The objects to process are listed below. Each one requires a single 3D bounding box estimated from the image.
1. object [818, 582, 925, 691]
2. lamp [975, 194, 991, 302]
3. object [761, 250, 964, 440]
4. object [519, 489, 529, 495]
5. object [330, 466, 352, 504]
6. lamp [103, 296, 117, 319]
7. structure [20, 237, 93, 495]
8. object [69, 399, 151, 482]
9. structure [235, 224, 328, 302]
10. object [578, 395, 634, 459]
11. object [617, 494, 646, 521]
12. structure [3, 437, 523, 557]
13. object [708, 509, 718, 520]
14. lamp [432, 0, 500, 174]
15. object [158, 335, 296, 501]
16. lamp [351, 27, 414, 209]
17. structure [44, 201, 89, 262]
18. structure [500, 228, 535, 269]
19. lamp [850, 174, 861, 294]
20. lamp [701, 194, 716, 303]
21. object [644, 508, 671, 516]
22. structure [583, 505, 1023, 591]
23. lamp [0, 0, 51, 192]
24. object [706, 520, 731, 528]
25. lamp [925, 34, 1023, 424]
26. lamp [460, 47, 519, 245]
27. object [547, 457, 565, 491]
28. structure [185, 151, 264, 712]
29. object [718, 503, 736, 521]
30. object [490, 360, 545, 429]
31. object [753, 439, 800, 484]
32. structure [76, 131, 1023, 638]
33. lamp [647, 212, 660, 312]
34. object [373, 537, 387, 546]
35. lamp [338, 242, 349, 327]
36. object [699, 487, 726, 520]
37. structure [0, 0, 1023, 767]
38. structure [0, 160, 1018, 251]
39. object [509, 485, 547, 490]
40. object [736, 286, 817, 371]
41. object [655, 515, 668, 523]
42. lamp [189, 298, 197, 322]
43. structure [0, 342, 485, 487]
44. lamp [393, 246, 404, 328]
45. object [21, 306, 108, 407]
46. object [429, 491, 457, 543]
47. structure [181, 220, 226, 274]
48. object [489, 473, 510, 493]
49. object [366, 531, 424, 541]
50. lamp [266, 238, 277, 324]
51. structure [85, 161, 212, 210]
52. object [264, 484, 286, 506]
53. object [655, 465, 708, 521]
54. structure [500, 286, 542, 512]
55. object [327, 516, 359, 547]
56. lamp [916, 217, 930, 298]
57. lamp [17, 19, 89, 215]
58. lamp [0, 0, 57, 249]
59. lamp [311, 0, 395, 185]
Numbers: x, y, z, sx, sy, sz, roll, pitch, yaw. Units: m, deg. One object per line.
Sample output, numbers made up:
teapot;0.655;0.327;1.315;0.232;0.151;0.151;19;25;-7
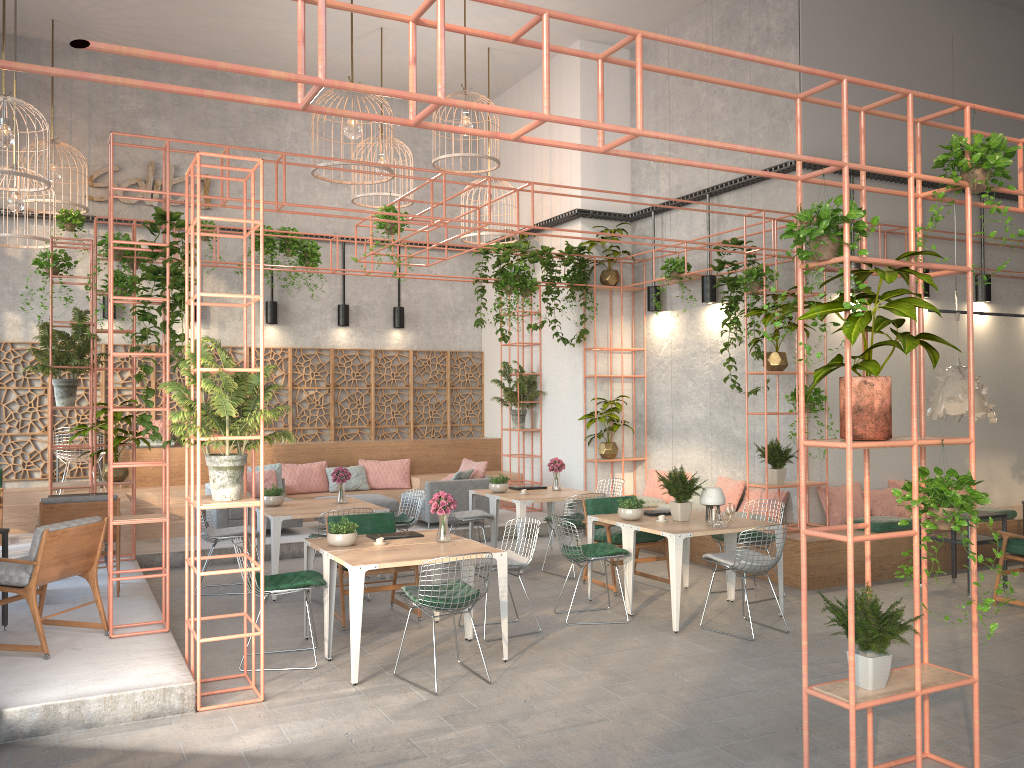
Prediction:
object;1.797;1.275;4.514;0.368;0.527;0.438;0;-1;-27
lamp;6.229;-1.799;11.736;0.179;1.425;0.185;0;-1;-27
object;1.741;-0.193;4.435;0.924;0.946;0.923;-1;-1;29
object;0.142;1.289;10.627;0.115;0.078;0.115;0;-1;-21
object;-1.891;1.117;9.810;0.225;0.414;0.213;0;-1;-35
lamp;-6.020;-1.691;13.250;0.185;1.436;0.185;-1;-1;14
structure;-5.047;0.185;9.821;0.722;3.623;0.748;0;-1;-27
object;-4.493;0.634;9.888;0.903;0.923;0.934;-1;-1;30
structure;-3.551;-1.926;13.659;1.434;1.290;0.670;0;-1;-27
object;1.352;0.622;12.919;0.903;0.919;0.934;-1;-1;35
object;1.121;1.157;8.359;0.254;0.247;0.248;0;-1;-27
structure;-3.737;1.472;12.579;9.152;1.111;3.396;0;-1;-27
object;1.839;1.207;8.112;0.095;0.119;0.095;0;-1;-3
lamp;-0.604;-4.575;11.535;0.883;3.476;0.883;-1;-1;26
object;-1.948;0.231;5.997;0.900;1.100;0.894;0;-1;2
lamp;-1.855;-4.330;12.685;0.883;3.476;0.883;-1;-1;26
structure;-6.190;-2.090;12.372;0.605;0.972;0.587;0;-1;-29
structure;0.035;-2.119;14.237;0.903;0.803;0.934;-1;-1;35
lamp;4.085;-1.804;10.645;0.179;1.425;0.185;0;-1;-27
lamp;2.576;-1.778;11.623;0.185;1.425;0.179;0;-1;-27
object;1.483;1.269;8.782;0.427;0.031;0.268;0;-1;-27
structure;4.638;1.920;12.379;5.831;0.500;4.386;0;-1;-27
lamp;-5.554;-3.939;9.728;0.883;3.476;0.883;-1;-1;26
object;1.835;1.243;7.869;0.218;0.041;0.218;0;-1;-19
lamp;6.201;-1.610;10.009;4.456;4.052;0.704;0;-1;-27
lamp;-0.345;-3.909;13.419;0.883;3.476;0.883;-1;-1;26
object;0.551;1.123;11.053;0.225;0.414;0.213;0;-1;-35
structure;-1.972;0.301;6.062;0.424;3.602;0.624;0;-1;-27
object;2.014;1.196;8.240;0.210;0.154;0.165;0;-1;-37
object;0.087;0.169;14.219;0.900;1.097;0.894;0;-1;2
object;2.939;0.856;9.921;0.368;0.527;0.438;0;-1;-27
structure;2.254;-0.210;11.496;14.096;4.345;4.501;0;-1;-28
lamp;2.028;-1.756;12.700;0.185;1.425;0.179;0;-1;-27
object;-1.057;1.258;7.096;0.115;0.073;0.115;0;-1;-33
lamp;-2.830;-1.683;14.873;0.185;1.436;0.185;-1;-1;14
object;1.882;1.127;8.325;0.241;0.313;0.241;-1;-1;18
structure;4.260;0.208;4.038;14.689;4.247;4.157;0;-1;-27
structure;1.606;-2.562;8.645;15.203;0.110;15.603;0;-1;-27
object;0.203;1.320;11.298;0.427;0.031;0.268;0;-1;-27
object;2.903;-0.613;9.817;0.903;0.947;0.934;-1;-1;25
object;1.382;1.240;8.191;0.115;0.078;0.115;0;-1;-21
lamp;-4.981;-1.689;13.779;0.185;1.436;0.185;-1;-1;14
structure;-4.235;0.454;14.220;9.782;2.103;0.132;0;-1;-27
lamp;-1.957;-1.681;15.317;0.179;1.436;0.185;0;-1;-27
object;-4.942;-0.299;9.874;0.900;1.101;0.894;-1;-1;27
object;-0.562;1.076;7.198;0.225;0.414;0.213;0;-1;-35
structure;-4.596;-2.086;13.183;0.605;0.972;0.587;0;-1;-29
object;-0.159;1.208;10.874;0.254;0.247;0.248;0;-1;-27
object;-0.990;1.288;7.504;0.427;0.031;0.268;0;-1;-27
lamp;-3.890;-1.686;14.334;0.185;1.436;0.185;-1;-1;14
structure;-5.556;-3.074;13.607;1.807;0.695;0.087;0;-1;-27
object;-2.596;1.202;9.635;0.252;0.247;0.247;0;-1;-27
object;1.557;1.011;8.284;0.368;0.527;0.438;0;-1;-27
structure;0.144;0.227;14.323;0.424;3.596;0.624;0;-1;-27
object;-1.351;1.175;7.081;0.252;0.247;0.247;0;-1;-27
lamp;5.162;-1.801;11.193;0.179;1.425;0.185;0;-1;-27
lamp;-6.381;-4.175;12.349;0.883;3.476;0.883;-1;-1;26
lamp;-6.133;-3.480;10.975;0.883;3.476;0.883;-1;-1;26
lamp;-1.703;-3.967;9.494;0.883;3.476;0.883;-1;-1;26
